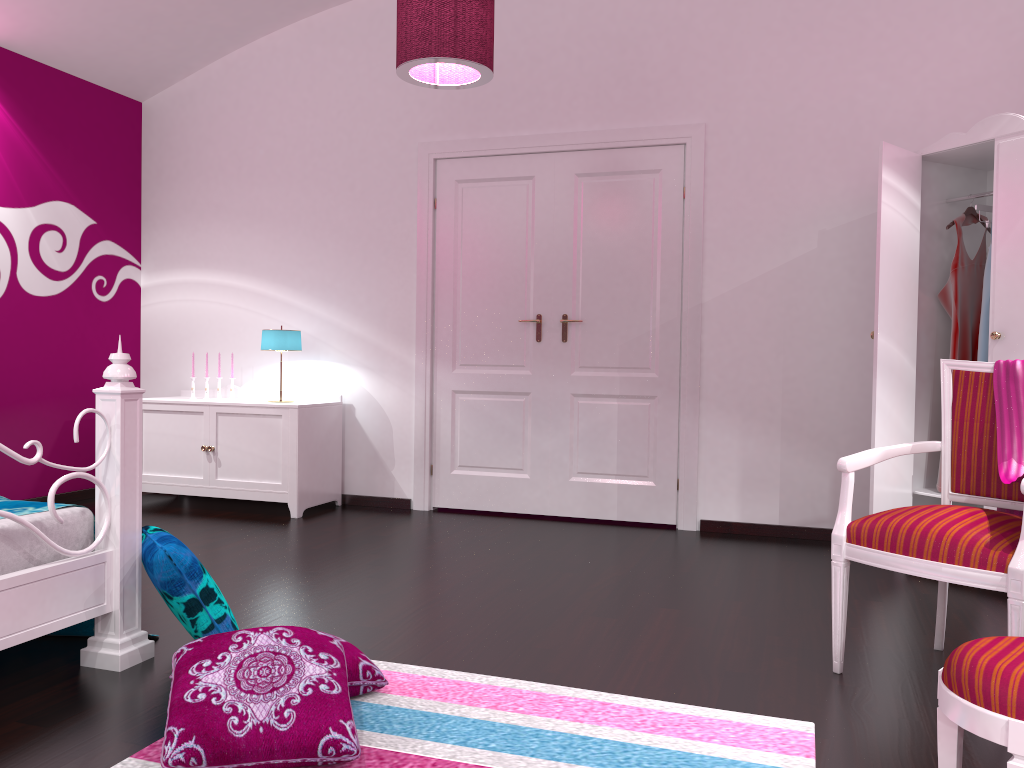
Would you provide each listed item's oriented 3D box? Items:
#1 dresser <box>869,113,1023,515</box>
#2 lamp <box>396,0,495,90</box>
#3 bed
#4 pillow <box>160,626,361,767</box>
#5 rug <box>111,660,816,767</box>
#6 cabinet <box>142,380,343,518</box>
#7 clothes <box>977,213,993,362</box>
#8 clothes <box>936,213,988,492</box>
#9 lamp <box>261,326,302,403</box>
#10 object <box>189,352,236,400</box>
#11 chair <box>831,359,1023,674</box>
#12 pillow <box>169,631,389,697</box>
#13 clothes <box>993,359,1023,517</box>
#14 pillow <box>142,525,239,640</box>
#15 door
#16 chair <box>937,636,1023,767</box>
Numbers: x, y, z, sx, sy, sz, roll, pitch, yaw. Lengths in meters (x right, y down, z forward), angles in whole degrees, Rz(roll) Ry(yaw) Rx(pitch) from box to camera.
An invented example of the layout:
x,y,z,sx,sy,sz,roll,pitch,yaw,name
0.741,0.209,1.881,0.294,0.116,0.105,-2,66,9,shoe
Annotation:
x,y,z,sx,sy,sz,roll,pitch,yaw,name
2.004,-0.135,3.621,0.875,1.893,0.842,0,2,-27,dresser
-0.567,-1.745,2.480,0.377,1.129,2.377,1,2,18,lamp
-2.416,0.208,2.044,2.317,1.143,2.167,1,2,18,bed
-0.561,0.690,1.984,0.425,0.224,0.391,1,2,-13,pillow
-0.259,0.828,1.384,1.400,0.018,2.100,1,2,18,rug
-1.628,0.345,5.196,1.142,0.734,0.506,1,2,18,cabinet
2.106,-0.154,3.788,0.180,1.199,0.191,2,2,42,clothes
1.996,-0.148,3.951,0.315,1.237,0.173,0,2,-24,clothes
-1.318,-0.115,5.066,0.229,0.438,0.229,0,2,-27,lamp
-1.773,-0.050,5.251,0.285,0.284,0.043,1,1,7,object
1.251,0.379,2.451,0.511,0.901,0.528,0,2,-37,chair
-0.603,0.725,2.286,0.429,0.142,0.400,2,2,43,pillow
1.393,0.316,2.370,0.162,0.777,0.601,2,2,22,clothes
-0.955,0.612,2.619,0.264,0.357,0.402,0,2,-31,pillow
0.217,-0.271,4.885,1.405,2.001,0.098,1,2,18,door
0.901,0.653,1.490,0.337,0.390,0.337,1,2,15,chair
